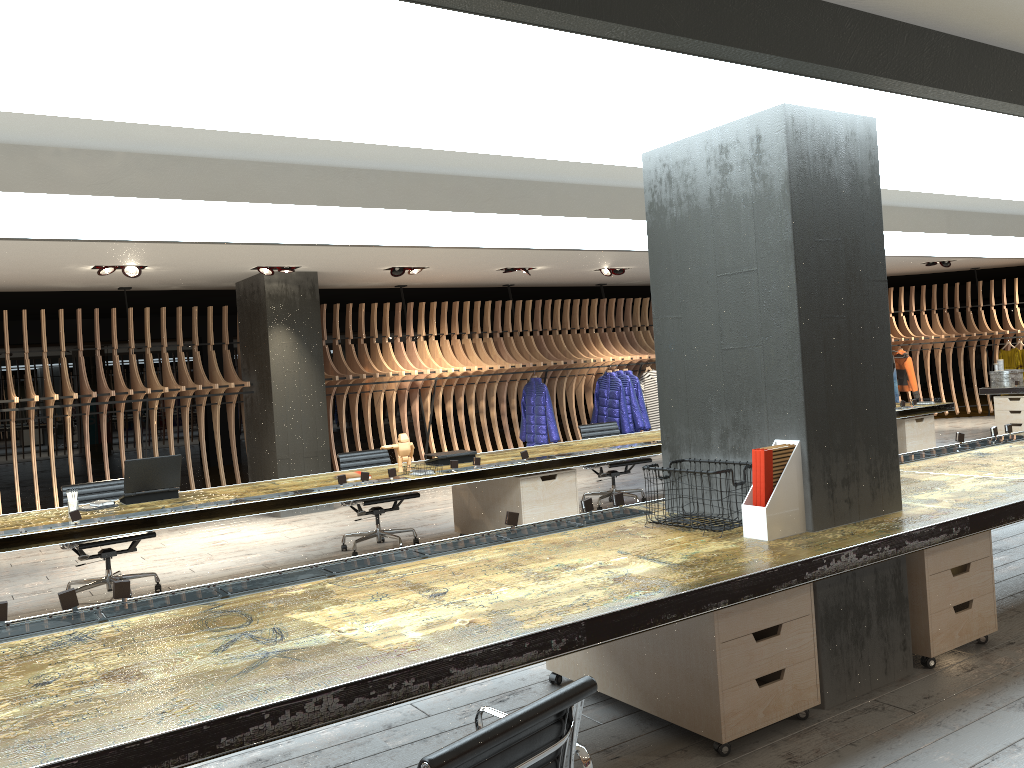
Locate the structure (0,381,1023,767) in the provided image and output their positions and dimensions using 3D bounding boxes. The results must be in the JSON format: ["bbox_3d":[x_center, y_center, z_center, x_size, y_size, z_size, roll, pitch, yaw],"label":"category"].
[{"bbox_3d":[1.305,0.886,6.242,18.485,0.844,4.834,-5,1,-33],"label":"structure"}]

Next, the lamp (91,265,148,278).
[{"bbox_3d":[-3.925,-1.206,8.863,0.493,0.288,0.269,-4,1,-33],"label":"lamp"}]

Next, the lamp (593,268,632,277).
[{"bbox_3d":[1.394,-1.640,12.366,0.493,0.286,0.269,-4,1,-33],"label":"lamp"}]

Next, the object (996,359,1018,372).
[{"bbox_3d":[7.061,-0.251,12.659,0.088,0.204,0.262,-4,1,-35],"label":"object"}]

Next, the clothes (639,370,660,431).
[{"bbox_3d":[2.260,0.302,13.827,0.128,1.062,0.752,-4,0,-35],"label":"clothes"}]

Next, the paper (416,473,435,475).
[{"bbox_3d":[-0.673,0.679,6.725,0.130,0.004,0.176,-5,1,-30],"label":"paper"}]

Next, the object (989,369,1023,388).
[{"bbox_3d":[7.098,-0.075,12.721,0.498,0.239,0.302,-5,1,-33],"label":"object"}]

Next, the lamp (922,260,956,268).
[{"bbox_3d":[7.126,-2.077,14.826,0.492,0.293,0.269,-4,1,-1],"label":"lamp"}]

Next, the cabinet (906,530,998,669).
[{"bbox_3d":[1.816,0.989,4.665,0.594,0.630,1.131,-4,1,-33],"label":"cabinet"}]

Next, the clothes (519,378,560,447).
[{"bbox_3d":[0.333,0.525,12.744,0.246,1.239,0.884,-4,0,-36],"label":"clothes"}]

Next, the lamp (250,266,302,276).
[{"bbox_3d":[-2.595,-1.310,9.739,0.493,0.296,0.269,-4,1,-33],"label":"lamp"}]

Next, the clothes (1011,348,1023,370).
[{"bbox_3d":[9.066,-0.139,15.757,0.168,1.044,0.665,-4,0,-2],"label":"clothes"}]

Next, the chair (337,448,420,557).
[{"bbox_3d":[-1.162,1.019,7.719,0.694,0.859,0.667,-4,1,-42],"label":"chair"}]

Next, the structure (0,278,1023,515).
[{"bbox_3d":[-1.788,0.285,3.457,36.574,2.440,14.876,-5,1,-33],"label":"structure"}]

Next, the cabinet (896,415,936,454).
[{"bbox_3d":[4.357,0.700,10.569,0.594,0.630,1.131,-4,1,-33],"label":"cabinet"}]

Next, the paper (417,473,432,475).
[{"bbox_3d":[-0.673,0.677,6.725,0.130,0.004,0.176,-4,1,-27],"label":"paper"}]

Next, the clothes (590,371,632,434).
[{"bbox_3d":[1.452,0.438,13.575,0.242,1.260,0.879,-4,0,-37],"label":"clothes"}]

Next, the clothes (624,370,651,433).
[{"bbox_3d":[1.761,0.408,13.684,0.246,1.239,0.884,-4,0,-36],"label":"clothes"}]

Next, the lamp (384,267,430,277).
[{"bbox_3d":[-1.265,-1.420,10.615,0.493,0.292,0.269,-4,1,-33],"label":"lamp"}]

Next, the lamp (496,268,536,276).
[{"bbox_3d":[0.065,-1.528,11.490,0.493,0.294,0.269,-4,1,-33],"label":"lamp"}]

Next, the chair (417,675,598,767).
[{"bbox_3d":[-0.166,1.065,1.873,0.667,0.859,0.694,-4,1,33],"label":"chair"}]

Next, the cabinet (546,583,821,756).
[{"bbox_3d":[0.688,1.081,3.922,0.594,0.630,1.131,-4,1,-33],"label":"cabinet"}]

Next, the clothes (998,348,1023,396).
[{"bbox_3d":[8.888,-0.127,15.797,0.168,1.044,0.665,-4,0,-2],"label":"clothes"}]

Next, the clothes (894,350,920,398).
[{"bbox_3d":[7.070,-0.187,16.033,0.201,0.881,0.839,-4,1,-3],"label":"clothes"}]

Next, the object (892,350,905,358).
[{"bbox_3d":[6.783,-0.584,15.997,0.549,0.243,0.023,-3,0,33],"label":"object"}]

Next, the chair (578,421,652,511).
[{"bbox_3d":[1.062,0.839,9.144,0.694,0.859,0.667,-4,1,-37],"label":"chair"}]

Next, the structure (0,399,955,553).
[{"bbox_3d":[0.478,0.911,7.895,10.457,0.844,1.161,-5,1,-33],"label":"structure"}]

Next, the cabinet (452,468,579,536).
[{"bbox_3d":[0.017,1.053,7.708,0.594,0.630,1.131,-4,1,-33],"label":"cabinet"}]

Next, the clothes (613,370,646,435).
[{"bbox_3d":[1.655,0.417,13.520,0.249,1.246,0.883,-4,0,-36],"label":"clothes"}]

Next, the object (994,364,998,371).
[{"bbox_3d":[6.933,-0.237,12.698,0.062,0.109,0.062,-4,0,23],"label":"object"}]

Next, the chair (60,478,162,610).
[{"bbox_3d":[-2.982,1.166,6.549,0.667,0.859,0.694,-3,1,43],"label":"chair"}]

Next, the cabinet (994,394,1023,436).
[{"bbox_3d":[7.445,0.449,12.600,1.132,0.630,0.593,-4,1,-33],"label":"cabinet"}]

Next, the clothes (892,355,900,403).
[{"bbox_3d":[6.830,0.184,16.003,0.308,1.421,0.200,-4,0,29],"label":"clothes"}]
